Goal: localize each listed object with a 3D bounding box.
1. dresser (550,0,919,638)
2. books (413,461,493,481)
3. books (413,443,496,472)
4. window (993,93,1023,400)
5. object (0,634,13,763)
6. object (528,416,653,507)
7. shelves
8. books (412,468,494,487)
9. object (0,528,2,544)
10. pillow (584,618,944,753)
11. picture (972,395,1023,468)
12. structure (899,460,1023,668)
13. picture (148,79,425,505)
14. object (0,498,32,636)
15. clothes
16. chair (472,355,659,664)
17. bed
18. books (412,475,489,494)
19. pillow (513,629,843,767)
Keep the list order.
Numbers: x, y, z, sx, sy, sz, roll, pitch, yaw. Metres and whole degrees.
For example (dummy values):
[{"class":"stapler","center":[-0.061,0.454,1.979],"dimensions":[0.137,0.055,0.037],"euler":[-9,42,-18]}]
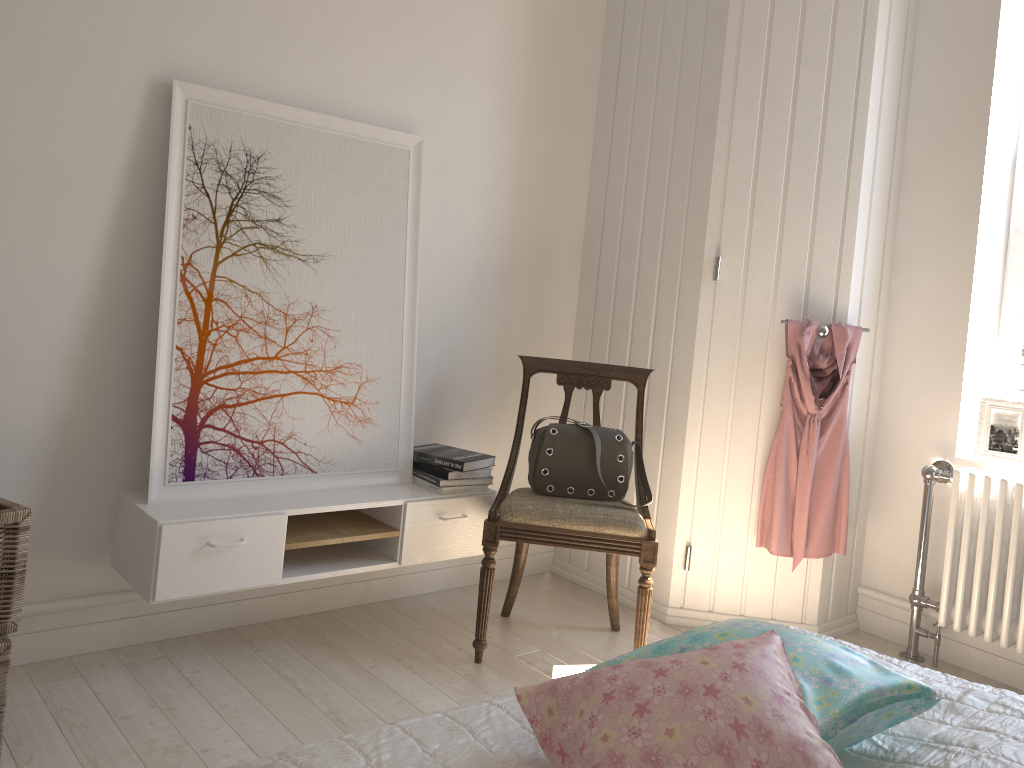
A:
[{"class":"dresser","center":[0.844,-0.452,3.403],"dimensions":[0.698,2.582,1.030],"euler":[5,1,-41]},{"class":"books","center":[-0.214,0.278,2.970],"dimensions":[0.190,0.028,0.241],"euler":[0,8,-42]},{"class":"books","center":[-0.213,0.247,2.980],"dimensions":[0.260,0.032,0.191],"euler":[9,7,32]},{"class":"window","center":[2.116,-0.564,2.849],"dimensions":[0.110,1.782,0.955],"euler":[6,1,-41]},{"class":"object","center":[-1.259,0.657,1.877],"dimensions":[0.275,0.270,0.278],"euler":[3,4,-41]},{"class":"object","center":[0.251,0.241,2.813],"dimensions":[0.400,0.248,0.213],"euler":[6,3,4]},{"class":"shelves","center":[-0.574,0.436,2.693],"dimensions":[1.111,0.209,0.371],"euler":[1,7,-41]},{"class":"books","center":[-0.220,0.302,2.978],"dimensions":[0.211,0.022,0.261],"euler":[2,7,-36]},{"class":"object","center":[-1.148,0.325,1.893],"dimensions":[0.095,0.377,0.095],"euler":[6,1,-24]},{"class":"pillow","center":[0.369,0.455,1.320],"dimensions":[0.380,0.168,0.365],"euler":[2,6,-36]},{"class":"picture","center":[1.673,0.161,2.997],"dimensions":[0.177,0.225,0.049],"euler":[7,1,29]},{"class":"structure","center":[1.730,0.673,2.653],"dimensions":[0.165,0.681,1.075],"euler":[5,3,-41]},{"class":"picture","center":[-0.648,-0.262,2.703],"dimensions":[0.850,1.161,0.164],"euler":[4,1,-41]},{"class":"object","center":[-1.243,0.390,1.871],"dimensions":[0.277,0.270,0.275],"euler":[7,4,30]},{"class":"clothes","center":[1.042,0.214,3.063],"dimensions":[0.329,0.876,0.092],"euler":[6,0,-11]},{"class":"chair","center":[0.196,0.389,2.862],"dimensions":[0.520,0.890,0.538],"euler":[6,2,4]},{"class":"bed","center":[0.589,0.760,0.900],"dimensions":[1.946,0.630,2.228],"euler":[1,7,-40]},{"class":"books","center":[-0.224,0.326,2.967],"dimensions":[0.190,0.022,0.244],"euler":[1,7,-39]},{"class":"pillow","center":[0.221,0.444,1.073],"dimensions":[0.393,0.202,0.355],"euler":[5,4,-8]}]
